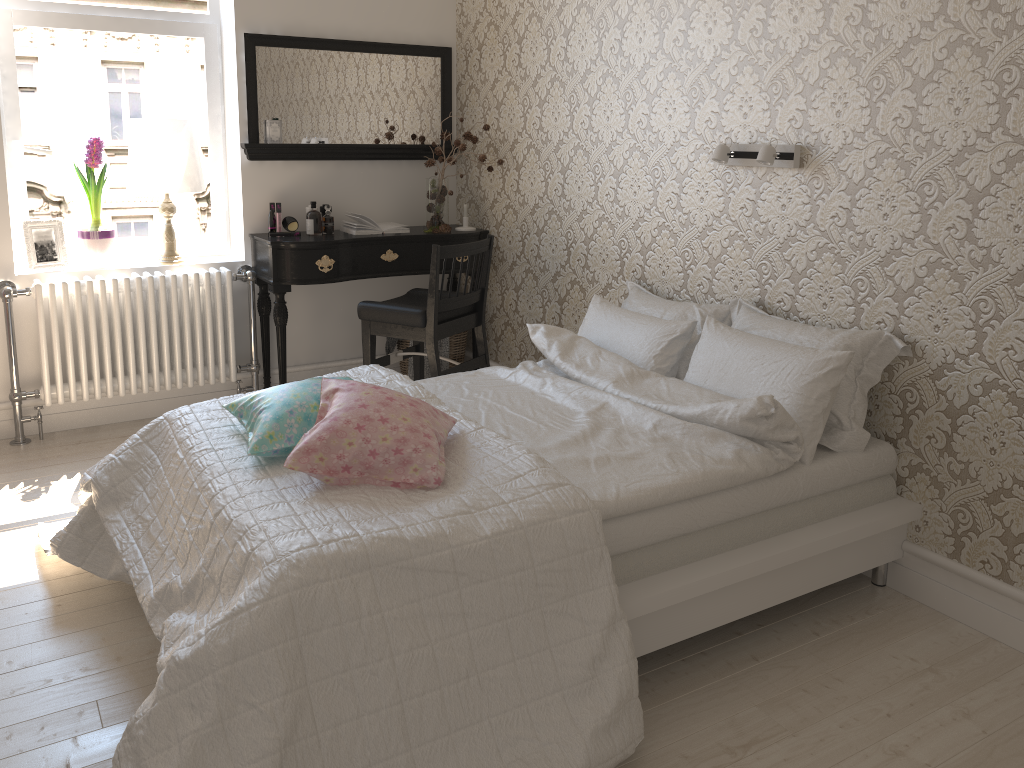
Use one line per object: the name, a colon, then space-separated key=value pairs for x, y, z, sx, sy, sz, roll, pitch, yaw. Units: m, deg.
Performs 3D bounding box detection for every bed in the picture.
bed: x=-0.093 y=0.272 z=2.527 sx=2.222 sy=0.620 sz=1.984 roll=-8 pitch=18 yaw=-30

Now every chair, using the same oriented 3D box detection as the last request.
chair: x=-0.359 y=-0.216 z=3.859 sx=0.460 sy=0.846 sz=0.463 roll=7 pitch=13 yaw=28

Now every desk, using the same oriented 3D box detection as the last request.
desk: x=-0.661 y=-0.332 z=4.328 sx=1.111 sy=0.808 sz=0.442 roll=-8 pitch=14 yaw=-31

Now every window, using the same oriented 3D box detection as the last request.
window: x=-1.785 y=-1.438 z=3.972 sx=0.954 sy=1.751 sz=0.112 roll=-6 pitch=12 yaw=-31

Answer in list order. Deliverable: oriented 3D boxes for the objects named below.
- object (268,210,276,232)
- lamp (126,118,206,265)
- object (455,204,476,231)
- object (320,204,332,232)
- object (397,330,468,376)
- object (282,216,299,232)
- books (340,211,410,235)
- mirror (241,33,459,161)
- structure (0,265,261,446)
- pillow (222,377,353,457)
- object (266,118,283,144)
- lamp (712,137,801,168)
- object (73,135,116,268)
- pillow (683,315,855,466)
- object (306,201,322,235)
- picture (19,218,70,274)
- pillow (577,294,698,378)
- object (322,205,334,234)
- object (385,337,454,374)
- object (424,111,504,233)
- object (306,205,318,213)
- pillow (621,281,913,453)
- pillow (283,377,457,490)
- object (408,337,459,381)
object: x=-1.114 y=-0.751 z=4.099 sx=0.031 sy=0.118 sz=0.055 roll=2 pitch=11 yaw=7
lamp: x=-1.573 y=-0.873 z=4.018 sx=0.340 sy=0.641 sz=0.347 roll=-3 pitch=12 yaw=-19
object: x=-0.232 y=-0.833 z=4.415 sx=0.105 sy=0.129 sz=0.107 roll=1 pitch=12 yaw=3
object: x=-0.903 y=-0.805 z=4.285 sx=0.057 sy=0.132 sz=0.058 roll=4 pitch=12 yaw=19
object: x=-0.411 y=-0.184 z=4.521 sx=0.393 sy=0.424 sz=0.401 roll=1 pitch=13 yaw=0
object: x=-1.046 y=-0.740 z=4.125 sx=0.080 sy=0.084 sz=0.084 roll=3 pitch=13 yaw=8
books: x=-0.670 y=-0.788 z=4.297 sx=0.280 sy=0.094 sz=0.230 roll=-8 pitch=17 yaw=-29
mirror: x=-0.756 y=-1.376 z=4.294 sx=1.124 sy=0.562 sz=0.067 roll=-8 pitch=13 yaw=-31
structure: x=-1.643 y=-0.150 z=3.904 sx=1.073 sy=0.670 sz=0.168 roll=-8 pitch=14 yaw=-31
pillow: x=-0.543 y=0.085 z=2.311 sx=0.363 sy=0.165 sz=0.388 roll=-7 pitch=16 yaw=-26
object: x=-1.108 y=-1.181 z=4.112 sx=0.072 sy=0.119 sz=0.037 roll=-5 pitch=12 yaw=-26
lamp: x=0.762 y=-0.748 z=2.844 sx=0.116 sy=0.091 sz=0.330 roll=-7 pitch=17 yaw=-30
object: x=-1.839 y=-0.802 z=3.887 sx=0.158 sy=0.567 sz=0.157 roll=11 pitch=15 yaw=43
pillow: x=0.716 y=0.003 z=2.595 sx=0.203 sy=0.302 sz=0.573 roll=-7 pitch=16 yaw=-31
object: x=-0.928 y=-0.775 z=4.130 sx=0.071 sy=0.155 sz=0.071 roll=-8 pitch=14 yaw=-36
picture: x=-1.995 y=-0.592 z=3.774 sx=0.050 sy=0.222 sz=0.178 roll=9 pitch=15 yaw=37
pillow: x=0.402 y=-0.119 z=3.099 sx=0.205 sy=0.298 sz=0.570 roll=-7 pitch=16 yaw=-31
object: x=-0.873 y=-0.782 z=4.192 sx=0.054 sy=0.136 sz=0.055 roll=2 pitch=11 yaw=8
object: x=-0.472 y=-0.180 z=4.485 sx=0.369 sy=0.326 sz=0.307 roll=-7 pitch=15 yaw=-30
object: x=-0.269 y=-1.019 z=4.291 sx=0.544 sy=0.589 sz=0.322 roll=8 pitch=13 yaw=29
object: x=-0.956 y=-0.788 z=4.222 sx=0.057 sy=0.132 sz=0.058 roll=4 pitch=12 yaw=19
pillow: x=0.657 y=-0.102 z=2.920 sx=0.312 sy=0.348 sz=1.273 roll=-7 pitch=17 yaw=-30
pillow: x=-0.323 y=0.118 z=2.122 sx=0.353 sy=0.198 sz=0.402 roll=1 pitch=15 yaw=1
object: x=-0.415 y=-0.160 z=4.480 sx=0.290 sy=0.349 sz=0.356 roll=2 pitch=13 yaw=7
